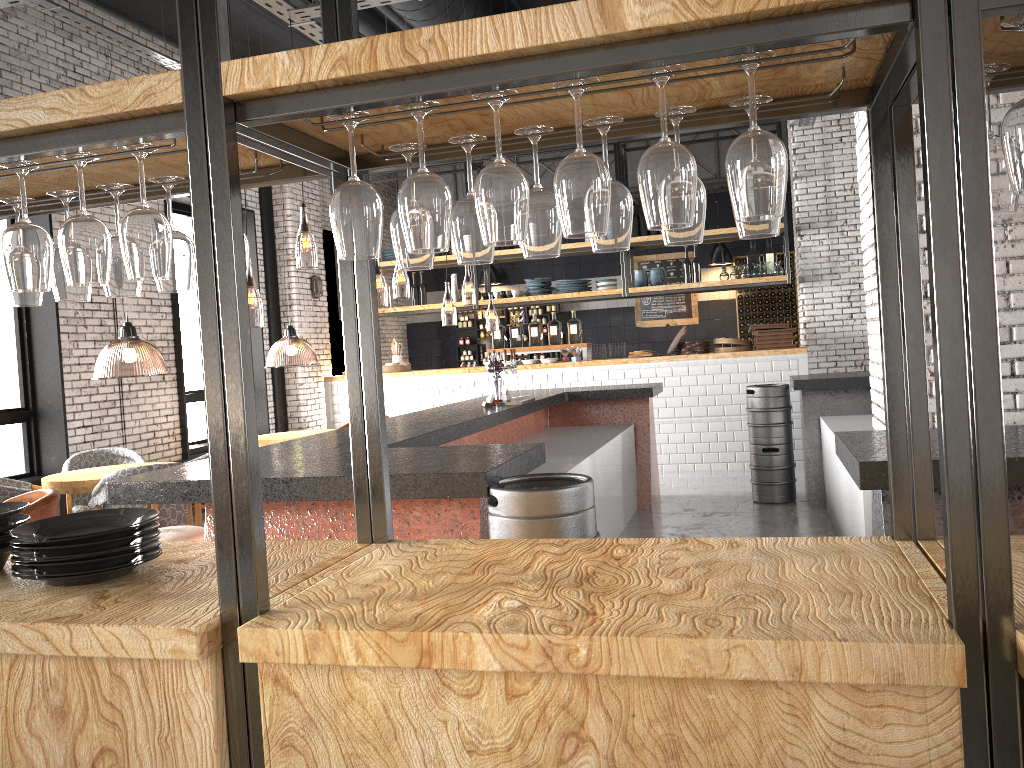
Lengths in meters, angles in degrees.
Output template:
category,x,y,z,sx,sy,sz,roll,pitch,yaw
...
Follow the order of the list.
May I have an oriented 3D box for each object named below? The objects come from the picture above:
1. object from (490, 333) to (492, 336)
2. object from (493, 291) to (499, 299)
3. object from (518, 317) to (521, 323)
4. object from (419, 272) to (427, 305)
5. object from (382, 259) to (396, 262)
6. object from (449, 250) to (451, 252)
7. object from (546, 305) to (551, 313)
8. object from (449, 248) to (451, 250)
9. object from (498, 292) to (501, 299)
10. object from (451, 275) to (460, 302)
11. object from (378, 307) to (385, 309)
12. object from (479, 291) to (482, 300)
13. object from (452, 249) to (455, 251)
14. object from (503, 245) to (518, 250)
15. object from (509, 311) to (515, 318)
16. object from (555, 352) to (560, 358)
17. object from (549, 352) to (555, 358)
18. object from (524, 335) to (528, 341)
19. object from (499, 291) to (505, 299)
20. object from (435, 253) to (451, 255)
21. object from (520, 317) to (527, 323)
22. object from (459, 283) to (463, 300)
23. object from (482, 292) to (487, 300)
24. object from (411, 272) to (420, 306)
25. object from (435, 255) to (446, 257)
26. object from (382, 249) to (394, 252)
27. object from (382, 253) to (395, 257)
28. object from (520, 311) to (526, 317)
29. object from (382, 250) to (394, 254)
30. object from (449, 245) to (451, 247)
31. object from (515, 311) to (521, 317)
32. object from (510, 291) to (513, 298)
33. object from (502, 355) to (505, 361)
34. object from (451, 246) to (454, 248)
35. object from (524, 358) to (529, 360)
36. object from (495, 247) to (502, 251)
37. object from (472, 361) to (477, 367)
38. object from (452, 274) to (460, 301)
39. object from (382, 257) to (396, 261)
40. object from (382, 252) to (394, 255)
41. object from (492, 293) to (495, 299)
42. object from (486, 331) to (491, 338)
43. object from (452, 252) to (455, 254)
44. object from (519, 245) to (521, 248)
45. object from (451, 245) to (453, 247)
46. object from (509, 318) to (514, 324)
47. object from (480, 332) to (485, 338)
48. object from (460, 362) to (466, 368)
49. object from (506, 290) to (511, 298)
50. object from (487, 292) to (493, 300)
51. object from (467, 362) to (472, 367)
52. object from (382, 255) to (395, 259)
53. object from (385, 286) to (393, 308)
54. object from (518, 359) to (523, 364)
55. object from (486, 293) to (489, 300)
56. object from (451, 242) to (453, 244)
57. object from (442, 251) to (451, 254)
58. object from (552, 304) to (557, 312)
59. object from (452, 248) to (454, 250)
category,x,y,z,sx,sy,sz,roll,pitch,yaw
object,-0.296,-0.823,14.518,0.092,0.108,0.105,-3,2,27
object,-0.197,-1.114,11.155,0.072,0.097,0.072,-5,2,-34
object,0.100,-1.038,14.400,0.092,0.112,0.100,-4,2,2
object,-1.189,-1.260,11.806,0.098,0.471,0.098,-4,1,-7
object,-1.485,-1.617,11.722,0.454,0.033,0.454,-3,2,24
object,-1.020,-1.714,11.589,0.454,0.038,0.454,-3,2,17
object,0.586,-1.285,14.262,0.079,0.280,0.079,-4,1,-11
object,-1.022,-1.738,11.590,0.454,0.037,0.454,-5,2,-30
object,-0.166,-1.120,11.268,0.072,0.097,0.072,-3,1,17
object,-0.749,-1.221,11.455,0.132,0.360,0.127,-3,1,41
object,-1.714,-1.116,11.603,0.106,0.264,0.152,-3,2,43
object,-0.500,-1.170,11.610,0.203,0.213,0.203,-5,2,-37
object,-0.615,-1.727,11.477,0.335,0.040,0.335,-5,2,-21
object,-0.020,-1.735,11.321,0.196,0.104,0.196,-5,2,-38
object,-0.005,-1.133,14.425,0.092,0.112,0.100,-4,2,2
object,0.726,-0.551,14.250,0.079,0.280,0.079,-3,1,19
object,0.638,-0.546,14.271,0.079,0.280,0.079,-3,1,34
object,0.209,-0.750,14.384,0.092,0.112,0.100,-4,2,2
object,-0.119,-1.118,11.133,0.072,0.097,0.072,-3,2,36
object,-1.016,-1.668,11.591,0.454,0.045,0.454,-4,2,-10
object,0.192,-1.041,14.376,0.092,0.108,0.105,-3,2,27
object,-0.587,-1.205,11.425,0.196,0.305,0.196,-5,2,-37
object,-0.347,-1.105,11.197,0.072,0.097,0.072,-3,2,38
object,-1.293,-1.254,11.835,0.098,0.471,0.098,-4,1,-7
object,-1.016,-1.643,11.591,0.454,0.033,0.454,-3,2,24
object,-1.496,-1.760,11.718,0.454,0.050,0.454,-3,2,29
object,-1.490,-1.688,11.721,0.454,0.038,0.454,-4,2,-8
object,0.185,-1.142,14.373,0.092,0.108,0.105,-3,2,27
object,-1.494,-1.736,11.720,0.453,0.047,0.454,-3,2,13
object,-1.025,-1.785,11.588,0.454,0.039,0.454,-2,3,35
object,0.097,-1.137,14.398,0.089,0.108,0.106,-4,2,-24
object,-0.013,-1.128,11.225,0.072,0.097,0.072,-4,2,-25
object,-0.122,-0.504,14.484,0.079,0.280,0.079,-4,1,-16
object,-0.617,-1.766,11.476,0.335,0.040,0.334,-5,2,-30
object,0.238,-0.370,14.386,0.089,0.108,0.106,-4,2,-24
object,-0.224,-1.724,11.376,0.196,0.102,0.197,-3,2,28
object,-0.611,-0.320,14.636,0.090,0.101,0.111,-4,2,-18
object,-0.744,-1.243,11.609,0.126,0.394,0.126,-5,1,-35
object,-1.488,-1.642,11.721,0.454,0.043,0.454,-3,2,18
object,-1.492,-1.712,11.719,0.454,0.043,0.454,-3,2,21
object,-0.242,-1.116,11.289,0.072,0.097,0.072,-4,1,2
object,-0.384,-0.818,14.542,0.089,0.108,0.106,-4,2,-24
object,-0.612,-1.689,11.479,0.335,0.046,0.334,-4,2,-4
object,0.186,-1.747,11.256,0.196,0.105,0.196,-4,2,-7
object,-0.618,-1.782,11.476,0.334,0.039,0.335,-3,2,23
object,0.006,-1.030,14.427,0.089,0.108,0.106,-4,2,-24
object,-0.486,-0.815,14.569,0.092,0.112,0.100,-4,2,2
object,-0.817,-0.313,14.680,0.119,0.111,0.085,-5,2,-26
object,-0.044,-1.122,11.112,0.072,0.097,0.072,-3,2,24
object,-0.273,-1.109,11.176,0.072,0.097,0.072,-3,2,38
object,-0.707,-0.315,14.662,0.090,0.101,0.111,-4,2,-23
object,-1.489,-1.665,11.721,0.454,0.044,0.454,-3,2,11
object,-1.622,-1.136,11.688,0.118,0.293,0.169,-3,1,21
object,0.134,-0.364,14.415,0.092,0.108,0.105,-3,2,27
object,-0.316,-1.112,11.310,0.072,0.097,0.072,-3,1,15
object,-0.621,-1.821,11.476,0.335,0.041,0.334,-4,2,-15
object,-1.019,-1.691,11.590,0.454,0.042,0.454,-5,2,-24
object,0.676,-1.290,14.237,0.079,0.280,0.079,-4,1,9
object,-0.616,-1.747,11.477,0.335,0.039,0.334,-4,2,-18
